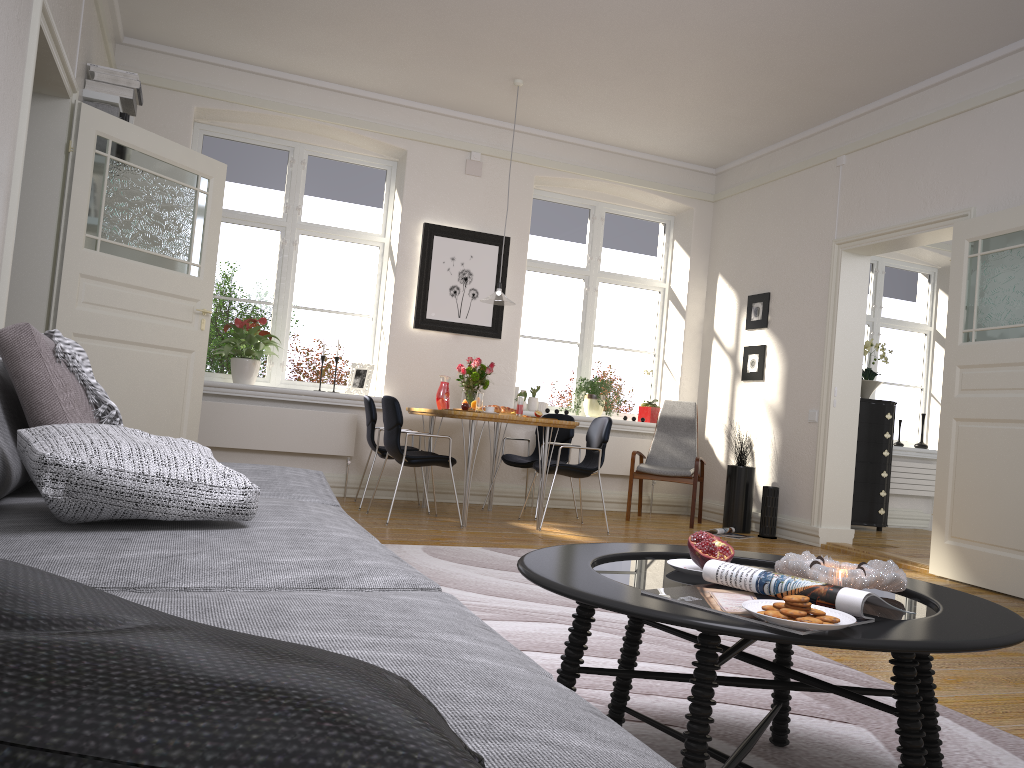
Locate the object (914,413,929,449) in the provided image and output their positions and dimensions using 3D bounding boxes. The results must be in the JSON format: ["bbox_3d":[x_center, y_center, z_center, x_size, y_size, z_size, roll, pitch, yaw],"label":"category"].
[{"bbox_3d":[4.361,0.503,9.417,0.142,0.378,0.146,4,-3,23],"label":"object"}]

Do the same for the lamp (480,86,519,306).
[{"bbox_3d":[-0.020,-1.490,6.478,0.269,1.808,0.259,7,-3,-38],"label":"lamp"}]

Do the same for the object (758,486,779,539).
[{"bbox_3d":[1.968,0.981,6.777,0.142,0.390,0.147,3,-4,44],"label":"object"}]

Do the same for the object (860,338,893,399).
[{"bbox_3d":[3.362,-0.152,8.444,0.804,0.616,0.409,8,-3,-44],"label":"object"}]

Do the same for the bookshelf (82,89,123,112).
[{"bbox_3d":[-2.459,-1.247,5.235,0.196,0.860,0.336,6,-3,-20],"label":"bookshelf"}]

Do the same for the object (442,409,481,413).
[{"bbox_3d":[-0.342,0.181,5.959,0.203,0.010,0.257,6,-3,-21],"label":"object"}]

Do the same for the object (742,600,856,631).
[{"bbox_3d":[0.434,0.353,1.345,0.171,0.015,0.164,7,-3,-39],"label":"object"}]

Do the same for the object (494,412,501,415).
[{"bbox_3d":[-0.088,0.199,5.921,0.030,0.020,0.140,4,-3,28],"label":"object"}]

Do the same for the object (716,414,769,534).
[{"bbox_3d":[1.809,0.709,7.053,0.419,0.924,0.361,4,-3,28],"label":"object"}]

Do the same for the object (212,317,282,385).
[{"bbox_3d":[-2.007,-0.255,6.737,0.547,0.520,0.522,6,-3,-17],"label":"object"}]

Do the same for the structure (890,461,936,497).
[{"bbox_3d":[3.866,1.200,8.976,1.217,0.845,0.093,6,-3,-22],"label":"structure"}]

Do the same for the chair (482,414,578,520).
[{"bbox_3d":[0.183,0.616,6.901,0.567,0.803,0.534,3,-3,43],"label":"chair"}]

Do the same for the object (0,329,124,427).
[{"bbox_3d":[-1.123,0.311,2.420,0.867,0.866,0.631,3,-3,35],"label":"object"}]

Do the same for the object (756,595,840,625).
[{"bbox_3d":[0.435,0.340,1.343,0.117,0.036,0.122,4,-3,31],"label":"object"}]

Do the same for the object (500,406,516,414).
[{"bbox_3d":[-0.037,0.187,6.209,0.123,0.059,0.165,3,-3,37],"label":"object"}]

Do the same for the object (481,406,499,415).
[{"bbox_3d":[-0.145,0.173,5.816,0.128,0.049,0.132,4,-3,27],"label":"object"}]

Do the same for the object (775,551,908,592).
[{"bbox_3d":[0.664,0.382,1.795,0.255,0.062,0.251,6,-2,-13],"label":"object"}]

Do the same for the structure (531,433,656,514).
[{"bbox_3d":[0.726,0.865,7.721,1.217,0.845,0.093,6,-3,-22],"label":"structure"}]

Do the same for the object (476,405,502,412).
[{"bbox_3d":[-0.148,0.172,5.984,0.163,0.068,0.151,4,-3,17],"label":"object"}]

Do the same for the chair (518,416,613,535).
[{"bbox_3d":[0.399,0.607,6.236,0.529,0.803,0.573,6,-3,-15],"label":"chair"}]

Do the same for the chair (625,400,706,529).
[{"bbox_3d":[1.305,0.635,7.313,0.538,1.027,0.591,4,-3,19],"label":"chair"}]

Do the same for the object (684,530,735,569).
[{"bbox_3d":[0.406,0.349,1.841,0.109,0.082,0.089,5,-3,14],"label":"object"}]

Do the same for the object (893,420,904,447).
[{"bbox_3d":[4.033,0.514,9.221,0.109,0.280,0.105,7,-3,-35],"label":"object"}]

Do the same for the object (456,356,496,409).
[{"bbox_3d":[-0.276,0.005,6.837,0.333,0.447,0.270,7,-3,-29],"label":"object"}]

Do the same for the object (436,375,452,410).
[{"bbox_3d":[-0.520,0.070,6.728,0.093,0.267,0.117,4,-3,17],"label":"object"}]

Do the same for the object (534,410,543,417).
[{"bbox_3d":[0.180,0.204,6.068,0.053,0.048,0.062,4,-3,33],"label":"object"}]

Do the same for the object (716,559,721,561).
[{"bbox_3d":[0.410,0.368,1.773,0.036,0.036,0.043,6,-3,-12],"label":"object"}]

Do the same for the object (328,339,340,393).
[{"bbox_3d":[-1.397,-0.151,7.048,0.095,0.448,0.095,5,-3,2],"label":"object"}]

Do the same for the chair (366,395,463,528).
[{"bbox_3d":[-0.622,0.498,5.829,0.531,0.803,0.570,6,-3,-22],"label":"chair"}]

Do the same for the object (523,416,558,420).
[{"bbox_3d":[0.177,0.237,6.166,0.203,0.010,0.257,6,-3,-21],"label":"object"}]

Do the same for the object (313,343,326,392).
[{"bbox_3d":[-1.509,-0.136,7.037,0.095,0.396,0.095,5,-3,2],"label":"object"}]

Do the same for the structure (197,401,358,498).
[{"bbox_3d":[-1.817,0.593,6.705,1.217,0.845,0.093,6,-3,-22],"label":"structure"}]

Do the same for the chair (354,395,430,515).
[{"bbox_3d":[-0.857,0.504,6.477,0.528,0.803,0.573,6,-3,-14],"label":"chair"}]

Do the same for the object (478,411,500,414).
[{"bbox_3d":[-0.155,0.196,5.982,0.161,0.016,0.158,6,-2,-13],"label":"object"}]

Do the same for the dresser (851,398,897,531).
[{"bbox_3d":[3.043,0.741,8.299,0.936,1.232,0.613,6,-3,-21],"label":"dresser"}]

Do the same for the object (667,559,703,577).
[{"bbox_3d":[0.403,0.383,1.827,0.165,0.015,0.170,4,-3,24],"label":"object"}]

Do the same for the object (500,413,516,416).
[{"bbox_3d":[-0.032,0.216,6.192,0.162,0.016,0.158,6,-3,-18],"label":"object"}]

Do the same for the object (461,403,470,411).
[{"bbox_3d":[-0.317,0.153,6.056,0.061,0.062,0.059,6,-3,-18],"label":"object"}]
